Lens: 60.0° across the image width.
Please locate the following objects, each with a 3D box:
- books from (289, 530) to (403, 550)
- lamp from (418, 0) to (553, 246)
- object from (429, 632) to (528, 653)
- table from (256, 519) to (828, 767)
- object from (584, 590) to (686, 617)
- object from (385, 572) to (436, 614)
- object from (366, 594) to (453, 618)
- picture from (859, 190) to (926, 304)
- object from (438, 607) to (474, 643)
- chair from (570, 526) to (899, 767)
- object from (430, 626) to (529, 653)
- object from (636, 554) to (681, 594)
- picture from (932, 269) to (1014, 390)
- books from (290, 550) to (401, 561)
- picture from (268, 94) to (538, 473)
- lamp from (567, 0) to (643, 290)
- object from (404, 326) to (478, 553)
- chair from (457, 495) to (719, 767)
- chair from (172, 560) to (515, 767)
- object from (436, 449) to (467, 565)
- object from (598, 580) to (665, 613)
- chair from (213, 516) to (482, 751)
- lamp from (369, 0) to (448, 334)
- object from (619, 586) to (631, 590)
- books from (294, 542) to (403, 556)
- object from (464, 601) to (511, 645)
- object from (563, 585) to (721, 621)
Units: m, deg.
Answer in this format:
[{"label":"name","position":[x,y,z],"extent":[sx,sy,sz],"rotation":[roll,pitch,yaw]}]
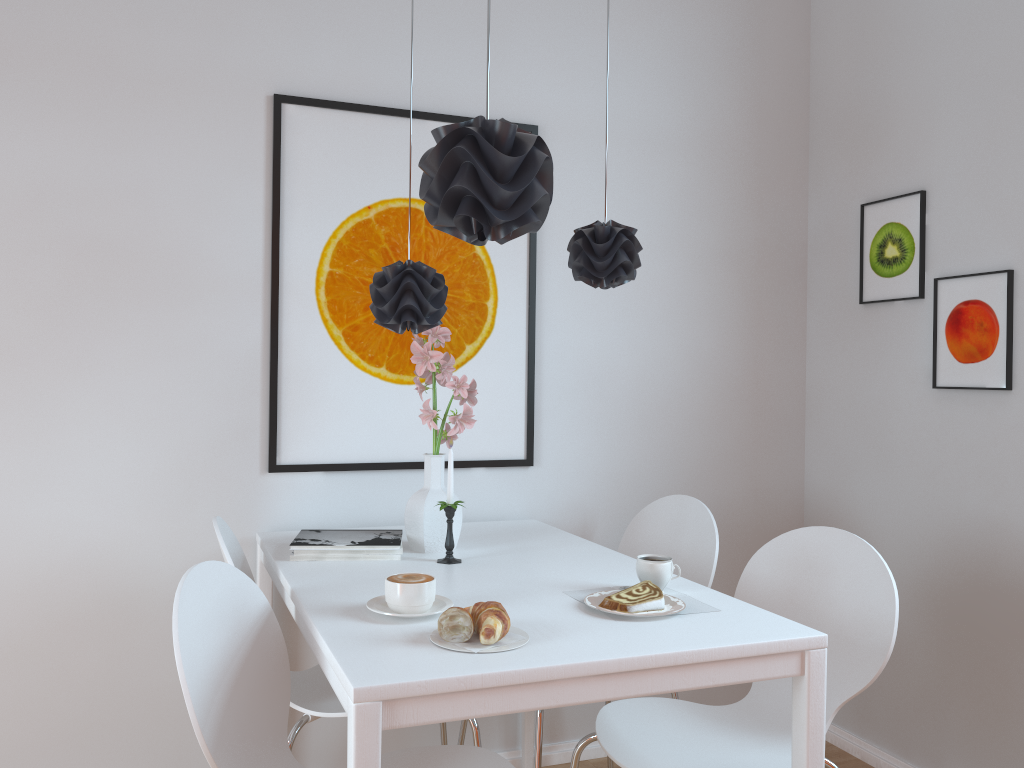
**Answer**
[{"label":"books","position":[-0.399,0.380,2.170],"extent":[0.256,0.012,0.207],"rotation":[1,1,-5]},{"label":"lamp","position":[-0.050,-0.960,1.980],"extent":[0.299,1.294,0.292],"rotation":[1,0,25]},{"label":"object","position":[-0.056,0.423,1.482],"extent":[0.118,0.005,0.124],"rotation":[0,1,-41]},{"label":"table","position":[-0.083,0.806,1.986],"extent":[0.826,0.771,1.286],"rotation":[1,0,-22]},{"label":"object","position":[0.234,0.422,1.692],"extent":[0.189,0.012,0.194],"rotation":[1,1,-24]},{"label":"object","position":[-0.189,0.386,1.640],"extent":[0.093,0.064,0.099],"rotation":[1,0,-18]},{"label":"object","position":[-0.188,0.415,1.637],"extent":[0.160,0.020,0.161],"rotation":[1,1,-7]},{"label":"picture","position":[1.178,-0.417,2.753],"extent":[0.017,0.322,0.247],"rotation":[1,0,-22]},{"label":"object","position":[-0.093,0.395,1.481],"extent":[0.060,0.059,0.074],"rotation":[1,0,0]},{"label":"chair","position":[0.471,0.765,1.891],"extent":[0.637,0.871,0.511],"rotation":[1,0,-31]},{"label":"object","position":[-0.054,0.425,1.486],"extent":[0.169,0.005,0.165],"rotation":[1,1,21]},{"label":"object","position":[0.296,0.392,1.817],"extent":[0.085,0.070,0.075],"rotation":[1,0,28]},{"label":"picture","position":[1.285,-0.146,2.479],"extent":[0.017,0.322,0.247],"rotation":[1,0,-22]},{"label":"books","position":[-0.403,0.407,2.178],"extent":[0.258,0.014,0.192],"rotation":[1,1,-6]},{"label":"picture","position":[-0.300,-0.276,2.605],"extent":[0.792,1.052,0.017],"rotation":[1,0,-21]},{"label":"lamp","position":[0.227,-0.977,2.084],"extent":[0.167,1.505,0.172],"rotation":[1,0,-30]},{"label":"object","position":[-0.175,0.127,2.250],"extent":[0.178,0.579,0.179],"rotation":[1,0,5]},{"label":"chair","position":[0.221,0.756,2.440],"extent":[0.638,0.871,0.510],"rotation":[1,0,-26]},{"label":"chair","position":[-0.249,0.759,1.551],"extent":[0.647,0.871,0.503],"rotation":[1,0,4]},{"label":"object","position":[-0.146,0.270,2.090],"extent":[0.080,0.298,0.078],"rotation":[1,0,19]},{"label":"object","position":[0.235,0.406,1.683],"extent":[0.126,0.043,0.075],"rotation":[0,1,-29]},{"label":"chair","position":[-0.398,0.751,2.159],"extent":[0.640,0.871,0.508],"rotation":[1,0,-16]},{"label":"lamp","position":[-0.214,-0.861,1.918],"extent":[0.169,1.505,0.170],"rotation":[1,0,-5]},{"label":"object","position":[0.248,0.412,1.808],"extent":[0.028,0.027,0.128],"rotation":[1,1,28]},{"label":"books","position":[-0.398,0.393,2.177],"extent":[0.253,0.014,0.192],"rotation":[1,1,-8]},{"label":"object","position":[-0.039,0.396,1.487],"extent":[0.069,0.060,0.132],"rotation":[1,0,-22]},{"label":"object","position":[0.249,0.426,1.746],"extent":[0.226,0.003,0.230],"rotation":[1,1,-21]}]
